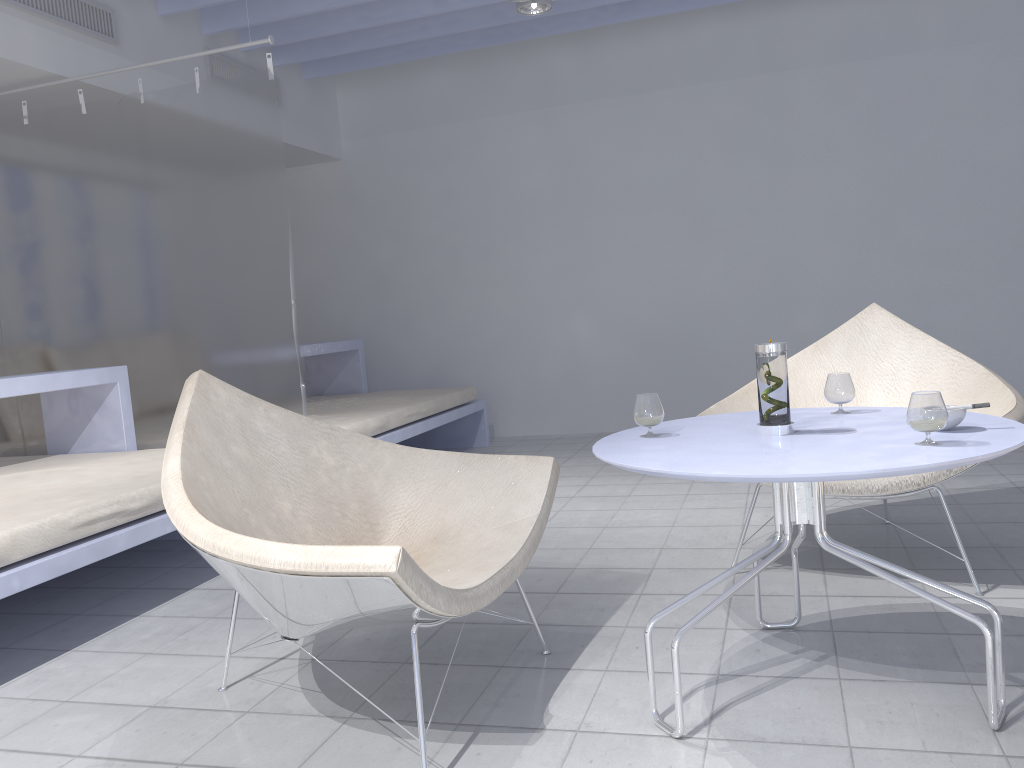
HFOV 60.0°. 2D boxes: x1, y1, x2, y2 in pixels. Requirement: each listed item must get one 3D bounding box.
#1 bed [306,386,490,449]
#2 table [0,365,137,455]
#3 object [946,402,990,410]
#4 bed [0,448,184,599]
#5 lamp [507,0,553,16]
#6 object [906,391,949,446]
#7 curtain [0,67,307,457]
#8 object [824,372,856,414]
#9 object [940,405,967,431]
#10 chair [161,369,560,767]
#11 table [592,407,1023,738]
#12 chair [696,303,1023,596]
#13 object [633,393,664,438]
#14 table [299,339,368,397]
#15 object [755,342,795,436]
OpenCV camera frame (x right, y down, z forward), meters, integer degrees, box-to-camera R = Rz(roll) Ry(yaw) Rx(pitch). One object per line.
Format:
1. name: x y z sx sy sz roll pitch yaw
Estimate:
1. bed: -1.431 0.351 4.943 2.016 0.427 2.200 -4 5 17
2. table: -1.956 0.210 3.314 0.416 0.450 1.065 -4 5 17
3. object: 0.847 0.045 1.673 0.098 0.016 0.012 -4 5 17
4. bed: -2.071 0.570 2.838 2.016 0.427 2.200 -4 5 17
5. lamp: 0.265 -1.869 3.994 0.587 0.218 0.380 -4 5 17
6. object: 0.730 0.060 1.559 0.068 0.091 0.068 -4 4 7
7. curtain: -1.814 -0.407 3.826 1.998 1.559 0.125 -4 5 16
8. object: 0.751 0.021 2.033 0.068 0.091 0.068 -4 4 7
9. object: 0.820 0.066 1.688 0.082 0.043 0.082 -3 5 19
10. chair: -0.376 0.327 1.938 0.753 0.759 0.906 -3 5 21
11. table: 0.598 0.366 1.815 0.825 0.534 0.823 -5 4 -6
12. chair: 1.072 0.141 2.719 0.906 0.759 0.753 -2 5 32
13. object: 0.298 0.068 1.932 0.068 0.091 0.068 -4 4 7
14. table: -1.316 -0.010 5.419 0.416 0.450 1.065 -4 5 17
15. object: 0.536 0.009 1.820 0.075 0.185 0.075 -7 5 -20
